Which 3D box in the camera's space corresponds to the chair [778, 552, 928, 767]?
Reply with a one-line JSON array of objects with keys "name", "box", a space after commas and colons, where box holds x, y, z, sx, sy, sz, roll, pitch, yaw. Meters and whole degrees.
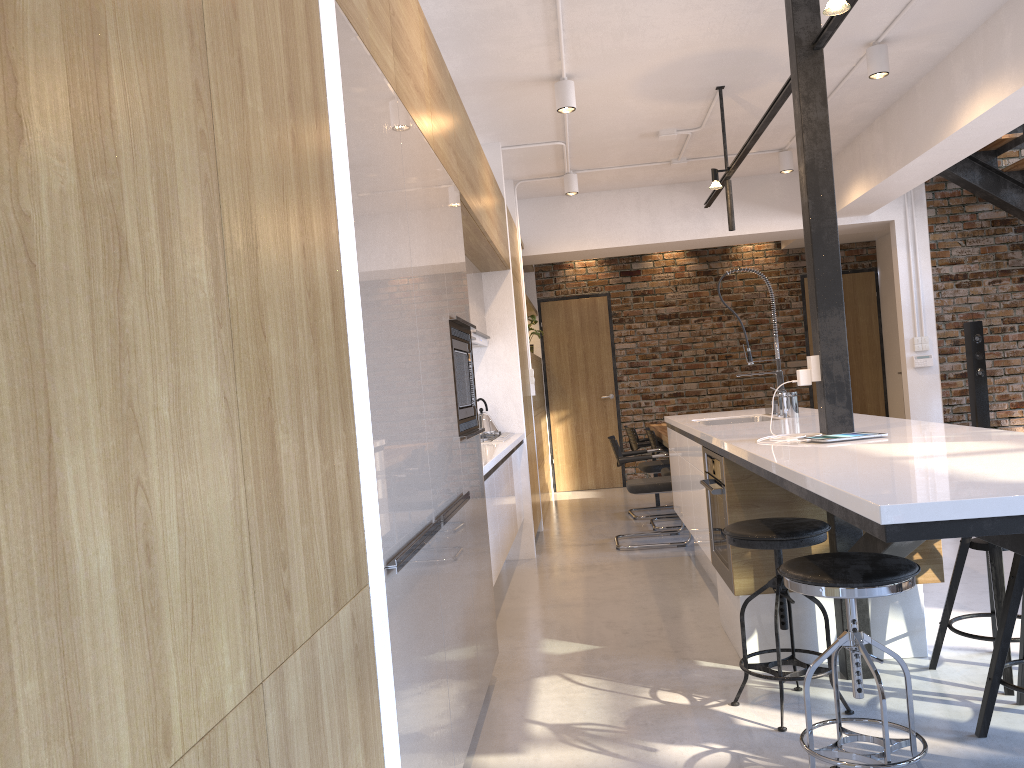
[{"name": "chair", "box": [0.918, 0.793, 2.365, 0.356, 0.636, 0.358, -5, 0, -41]}]

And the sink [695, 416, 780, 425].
[{"name": "sink", "box": [1.217, 0.303, 4.779, 0.406, 0.203, 0.706, -5, 0, 5]}]

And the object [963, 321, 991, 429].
[{"name": "object", "box": [3.867, 0.084, 7.346, 0.271, 1.206, 0.271, -5, 1, -5]}]

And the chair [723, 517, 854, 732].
[{"name": "chair", "box": [0.928, 0.796, 3.035, 0.357, 0.636, 0.357, -5, 0, -17]}]

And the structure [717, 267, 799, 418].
[{"name": "structure", "box": [1.433, -0.235, 4.804, 0.393, 0.813, 0.507, -5, 0, 44]}]

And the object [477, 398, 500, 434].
[{"name": "object", "box": [-0.202, 0.210, 5.921, 0.222, 0.235, 0.222, -5, 0, -5]}]

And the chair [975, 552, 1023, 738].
[{"name": "chair", "box": [1.632, 0.738, 2.678, 0.365, 0.630, 0.366, -5, 0, -40]}]

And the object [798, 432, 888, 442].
[{"name": "object", "box": [1.125, 0.183, 3.023, 0.240, 0.013, 0.188, -5, 0, -10]}]

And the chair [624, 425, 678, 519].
[{"name": "chair", "box": [1.252, 0.728, 7.584, 0.540, 0.768, 0.519, -5, 0, 0]}]

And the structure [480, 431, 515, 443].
[{"name": "structure", "box": [-0.259, 0.363, 5.688, 0.496, 0.063, 0.858, -5, 0, 5]}]

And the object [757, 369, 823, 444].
[{"name": "object", "box": [0.990, 0.077, 3.215, 0.214, 0.246, 0.417, -5, 0, 26]}]

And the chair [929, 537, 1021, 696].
[{"name": "chair", "box": [1.755, 0.731, 3.213, 0.366, 0.630, 0.367, -5, 0, -20]}]

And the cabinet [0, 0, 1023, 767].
[{"name": "cabinet", "box": [0.579, -0.280, 5.041, 2.474, 2.872, 9.114, -5, 0, 5]}]

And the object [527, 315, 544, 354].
[{"name": "object", "box": [0.147, -0.469, 9.172, 0.344, 0.475, 0.389, -5, 0, 39]}]

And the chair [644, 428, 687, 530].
[{"name": "chair", "box": [1.331, 0.717, 6.946, 0.540, 0.768, 0.519, -5, 0, 5]}]

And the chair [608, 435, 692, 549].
[{"name": "chair", "box": [0.973, 0.744, 6.309, 0.540, 0.768, 0.519, -5, 0, 5]}]

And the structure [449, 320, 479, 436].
[{"name": "structure", "box": [-0.371, -0.003, 3.308, 0.396, 0.397, 0.596, -5, 0, 5]}]
